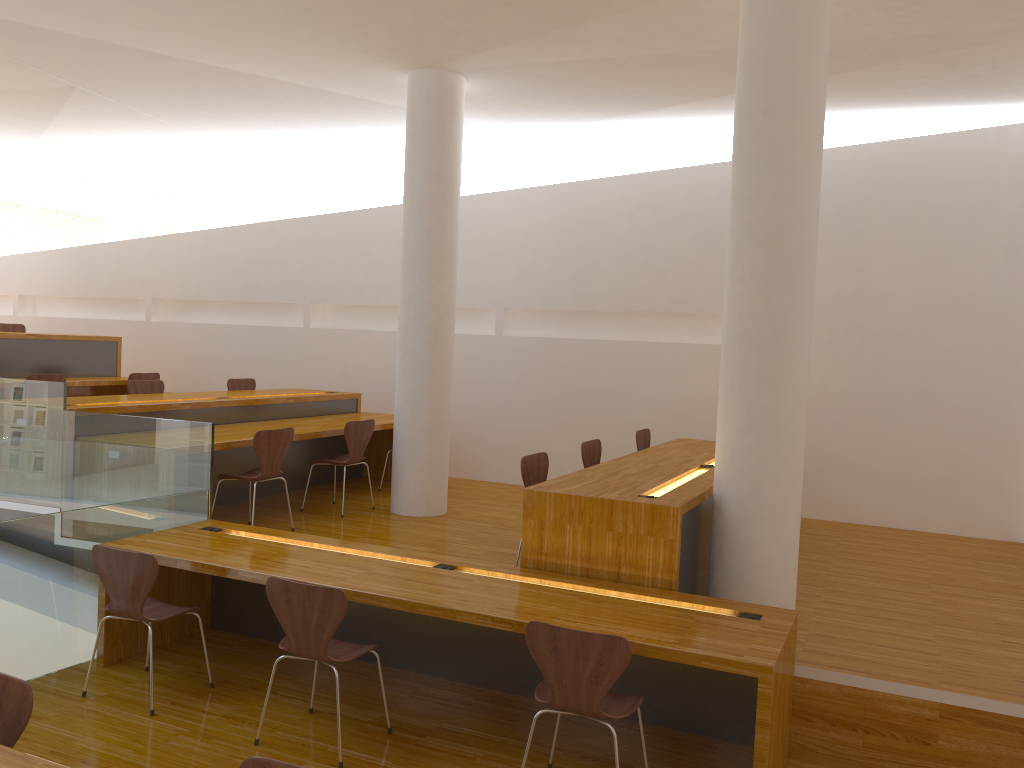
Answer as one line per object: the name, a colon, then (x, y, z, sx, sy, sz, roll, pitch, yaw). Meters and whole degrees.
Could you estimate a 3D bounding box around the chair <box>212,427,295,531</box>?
chair: (-1.677, 0.621, 5.730, 0.381, 0.693, 0.428, 4, 3, 24)

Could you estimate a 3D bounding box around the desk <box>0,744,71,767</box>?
desk: (-1.671, 1.365, 1.702, 3.236, 0.918, 1.285, 4, 3, 24)

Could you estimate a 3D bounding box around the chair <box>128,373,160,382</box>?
chair: (-3.772, 0.226, 8.791, 0.381, 0.693, 0.428, 4, 3, 24)

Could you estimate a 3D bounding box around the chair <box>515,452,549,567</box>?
chair: (0.264, 0.747, 4.873, 0.381, 0.693, 0.428, 4, 3, 24)

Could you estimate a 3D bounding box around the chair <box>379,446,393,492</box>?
chair: (-0.865, 0.577, 7.656, 0.381, 0.693, 0.428, 4, 3, 24)

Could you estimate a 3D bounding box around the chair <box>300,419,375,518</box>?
chair: (-1.283, 0.602, 6.618, 0.381, 0.693, 0.428, 4, 3, 24)

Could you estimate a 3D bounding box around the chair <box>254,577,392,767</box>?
chair: (-0.759, 1.121, 3.656, 0.428, 0.693, 0.381, 4, 3, 24)

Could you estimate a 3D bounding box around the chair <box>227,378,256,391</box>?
chair: (-2.423, 0.304, 8.341, 0.381, 0.693, 0.428, 4, 3, 24)

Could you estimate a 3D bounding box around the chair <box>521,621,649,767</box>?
chair: (0.278, 1.186, 3.239, 0.428, 0.693, 0.381, 4, 3, 24)

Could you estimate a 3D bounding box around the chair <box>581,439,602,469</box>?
chair: (0.657, 0.728, 5.760, 0.381, 0.693, 0.428, 4, 3, 24)

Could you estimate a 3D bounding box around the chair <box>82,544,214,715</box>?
chair: (-1.646, 1.063, 4.047, 0.428, 0.693, 0.381, 4, 3, 24)

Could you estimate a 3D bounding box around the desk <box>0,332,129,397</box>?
desk: (-4.847, 0.042, 7.870, 1.248, 1.022, 3.216, 4, 3, 24)

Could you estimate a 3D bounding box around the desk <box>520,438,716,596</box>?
desk: (1.034, 0.792, 5.568, 0.760, 0.606, 3.185, 4, 3, 24)

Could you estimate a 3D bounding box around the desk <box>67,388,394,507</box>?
desk: (-2.057, 0.509, 6.894, 1.527, 0.785, 3.243, 4, 3, 24)

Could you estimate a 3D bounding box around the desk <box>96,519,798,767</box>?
desk: (-0.418, 1.169, 4.039, 3.185, 0.606, 0.760, 4, 3, 24)

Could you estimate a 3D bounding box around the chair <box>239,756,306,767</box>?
chair: (-0.531, 1.209, 1.820, 0.428, 0.693, 0.381, 4, 3, 24)

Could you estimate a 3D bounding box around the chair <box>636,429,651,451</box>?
chair: (1.145, 0.708, 6.768, 0.381, 0.693, 0.428, 4, 3, 24)

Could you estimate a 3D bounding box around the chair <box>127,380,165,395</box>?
chair: (-2.911, 0.323, 7.334, 0.381, 0.693, 0.428, 4, 3, 24)

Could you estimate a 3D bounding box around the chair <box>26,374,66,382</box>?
chair: (-4.191, 0.250, 7.753, 0.381, 0.693, 0.428, 4, 3, 24)

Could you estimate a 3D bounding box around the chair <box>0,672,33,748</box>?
chair: (-1.537, 1.141, 2.306, 0.428, 0.693, 0.381, 4, 3, 24)

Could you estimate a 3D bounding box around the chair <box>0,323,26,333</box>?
chair: (-5.059, -0.270, 9.091, 0.381, 0.693, 0.428, 4, 3, 24)
